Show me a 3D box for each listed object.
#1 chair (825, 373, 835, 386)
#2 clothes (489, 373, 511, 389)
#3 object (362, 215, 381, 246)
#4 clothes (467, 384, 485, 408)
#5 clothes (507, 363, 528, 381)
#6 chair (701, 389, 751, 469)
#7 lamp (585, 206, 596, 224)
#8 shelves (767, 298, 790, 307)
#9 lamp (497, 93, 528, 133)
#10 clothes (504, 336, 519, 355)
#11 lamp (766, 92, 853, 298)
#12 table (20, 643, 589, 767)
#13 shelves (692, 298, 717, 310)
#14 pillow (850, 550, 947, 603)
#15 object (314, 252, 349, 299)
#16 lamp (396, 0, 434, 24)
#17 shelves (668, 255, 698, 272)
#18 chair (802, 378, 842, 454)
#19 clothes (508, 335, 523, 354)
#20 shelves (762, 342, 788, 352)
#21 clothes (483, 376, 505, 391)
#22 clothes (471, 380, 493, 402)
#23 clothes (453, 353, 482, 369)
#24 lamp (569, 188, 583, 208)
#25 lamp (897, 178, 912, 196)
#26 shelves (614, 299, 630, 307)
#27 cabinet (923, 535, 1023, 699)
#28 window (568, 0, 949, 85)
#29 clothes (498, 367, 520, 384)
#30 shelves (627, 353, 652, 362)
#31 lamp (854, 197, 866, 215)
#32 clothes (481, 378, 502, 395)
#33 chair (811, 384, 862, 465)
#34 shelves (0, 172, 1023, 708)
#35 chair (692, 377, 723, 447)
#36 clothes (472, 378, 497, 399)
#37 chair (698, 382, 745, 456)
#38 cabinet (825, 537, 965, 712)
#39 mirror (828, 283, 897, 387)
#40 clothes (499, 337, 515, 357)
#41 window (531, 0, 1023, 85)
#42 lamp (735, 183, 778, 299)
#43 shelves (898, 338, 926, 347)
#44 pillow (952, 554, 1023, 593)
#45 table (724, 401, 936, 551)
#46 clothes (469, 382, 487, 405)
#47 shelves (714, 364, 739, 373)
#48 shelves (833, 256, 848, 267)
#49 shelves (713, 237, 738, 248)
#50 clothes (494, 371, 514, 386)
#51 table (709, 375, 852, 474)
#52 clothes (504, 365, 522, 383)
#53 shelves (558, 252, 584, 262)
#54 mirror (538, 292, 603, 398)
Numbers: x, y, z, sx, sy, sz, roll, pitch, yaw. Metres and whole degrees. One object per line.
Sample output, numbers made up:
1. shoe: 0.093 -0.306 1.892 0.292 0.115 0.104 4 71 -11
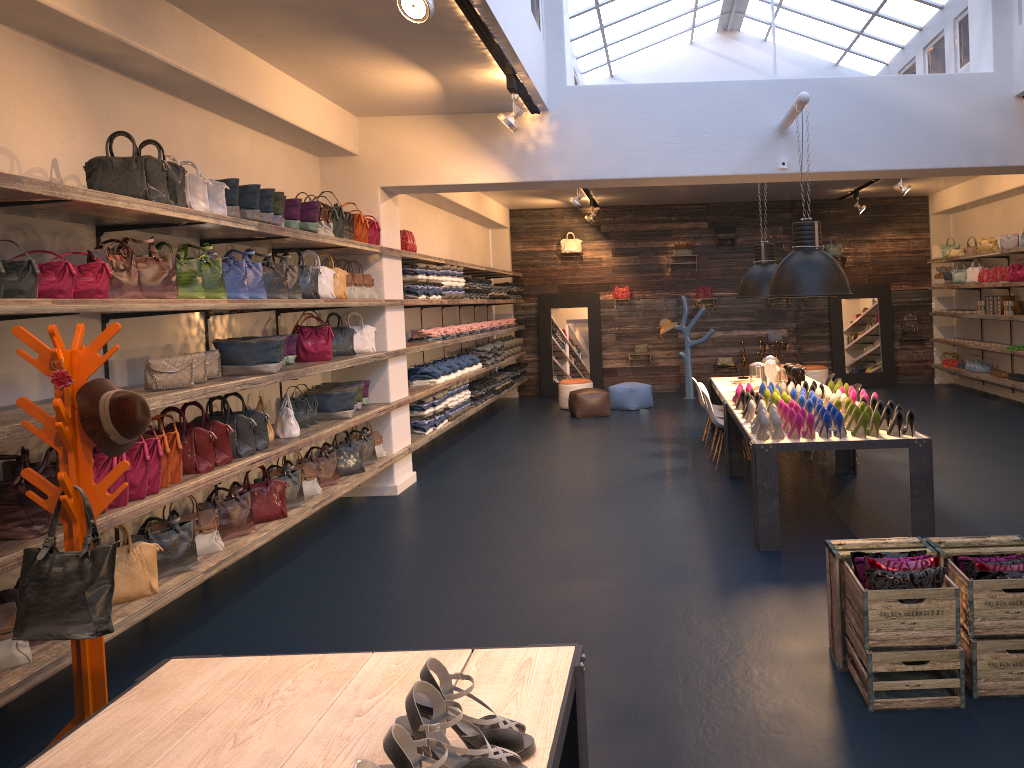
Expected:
1. chair: 3.609 0.280 10.402 0.538 0.800 0.473 -2 3 6
2. clothes: -0.259 -0.041 14.027 0.401 0.251 0.361 -1 4 14
3. object: -1.350 -1.400 7.945 0.267 0.310 0.201 -4 4 -33
4. clothes: -0.569 0.158 11.729 0.364 0.298 0.333 -2 4 7
5. clothes: 0.069 -0.220 15.629 0.359 0.298 0.660 -1 5 9
6. chair: 2.259 0.445 9.081 0.542 0.800 0.469 -2 3 3
7. lamp: 1.354 -2.901 14.958 0.197 0.327 0.220 -4 4 -41
8. shelves: 4.960 -1.524 16.169 0.493 0.184 0.203 -2 4 1
9. lamp: -0.004 -2.111 6.809 0.258 0.327 0.168 -4 3 -26
10. clothes: -0.064 -0.678 15.201 0.327 0.341 0.405 -1 4 12
11. lamp: 2.365 -1.526 7.001 0.712 1.643 0.689 -2 2 -4
12. table: -0.597 1.277 1.318 1.221 0.739 2.575 -1 5 8
13. shelves: 3.582 -1.491 16.144 0.450 0.210 0.247 -2 4 2
14. pillow: 1.701 0.907 3.861 0.354 0.348 0.442 -2 4 6
15. object: -1.504 -0.868 6.983 0.177 0.385 0.462 0 4 43
16. lamp: -0.422 -1.856 4.109 0.271 0.314 0.167 -4 3 -32
17. shelves: 3.178 -2.227 16.121 0.556 0.316 0.246 -2 3 2
18. chair: 3.436 0.346 9.738 0.542 0.800 0.469 -2 3 3
19. clothes: 0.010 -0.721 15.644 0.327 0.341 0.405 -1 4 12
20. shelves: 4.909 -0.688 16.174 0.450 0.183 0.247 -2 4 2
21. clothes: -0.327 0.000 13.609 0.415 0.251 0.349 -2 4 2
22. clothes: -0.471 0.095 12.384 0.349 0.298 0.310 -2 4 5
23. clothes: -0.660 -0.308 12.021 0.421 0.240 0.434 -2 4 5
24. lamp: 0.912 -2.644 12.313 0.197 0.327 0.220 -4 4 -41
25. lamp: 5.520 -2.786 12.231 0.197 0.327 0.220 -4 4 -41
26. shelves: 2.057 -1.504 16.141 0.302 0.157 0.248 -2 4 4
27. cabinet: 2.206 1.041 3.963 0.467 0.547 0.563 -2 4 6
28. window: 1.679 -4.006 3.635 4.269 0.836 19.041 -1 5 9
29. clothes: -0.055 -0.141 14.806 0.364 0.298 0.333 -2 4 7
30. shelves: 2.380 -0.498 16.175 0.450 0.143 0.247 -2 4 2
31. lamp: 5.965 -3.045 14.895 0.197 0.327 0.220 -4 4 -41
32. clothes: -0.395 0.038 13.212 0.401 0.251 0.361 -1 4 14
33. chair: 3.386 0.410 9.060 0.551 0.800 0.462 -2 3 -2
34. shelves: 2.546 -0.243 7.735 8.543 2.222 17.080 -1 5 8
35. chair: 2.444 0.315 10.425 0.542 0.800 0.469 -2 3 3
36. clothes: -0.416 0.063 12.713 0.343 0.298 0.316 -1 4 11
37. chair: 2.373 0.380 9.748 0.528 0.800 0.481 -2 3 12
38. cabinet: 2.727 1.053 3.654 2.678 0.547 0.780 0 4 16
39. mirror: 6.518 -0.904 16.176 1.153 1.914 0.268 -2 2 0
40. clothes: -0.138 -0.635 14.759 0.327 0.341 0.405 -1 4 12
41. window: 2.331 -3.409 7.217 4.427 0.650 11.482 -1 5 8
42. lamp: 2.817 -1.789 9.719 0.642 1.643 0.759 0 3 41
43. shelves: 7.459 -0.776 16.179 0.450 0.157 0.247 -2 4 2
44. pillow: 2.192 0.917 3.962 0.306 0.318 0.464 -2 4 7
45. table: 2.491 0.638 7.210 1.221 0.739 2.575 -1 5 8
46. clothes: -0.525 0.126 12.056 0.373 0.298 0.315 -2 4 -6
47. shelves: 3.993 -0.277 16.182 0.450 0.157 0.247 -2 4 2
48. shelves: 5.993 -2.267 16.126 0.450 0.177 0.247 -2 4 2
49. shelves: 3.969 -2.628 16.111 0.450 0.178 0.247 -2 4 2
50. clothes: -0.191 -0.079 14.424 0.415 0.251 0.349 -2 4 2
51. table: 2.917 0.390 9.761 1.221 0.739 2.575 -1 5 8
52. clothes: -0.011 -0.172 15.133 0.373 0.298 0.315 -2 4 -6
53. shelves: 1.099 -2.356 16.115 0.450 0.157 0.247 -2 4 2
54. mirror: 1.091 -0.728 16.169 1.153 1.914 0.268 -2 2 0
